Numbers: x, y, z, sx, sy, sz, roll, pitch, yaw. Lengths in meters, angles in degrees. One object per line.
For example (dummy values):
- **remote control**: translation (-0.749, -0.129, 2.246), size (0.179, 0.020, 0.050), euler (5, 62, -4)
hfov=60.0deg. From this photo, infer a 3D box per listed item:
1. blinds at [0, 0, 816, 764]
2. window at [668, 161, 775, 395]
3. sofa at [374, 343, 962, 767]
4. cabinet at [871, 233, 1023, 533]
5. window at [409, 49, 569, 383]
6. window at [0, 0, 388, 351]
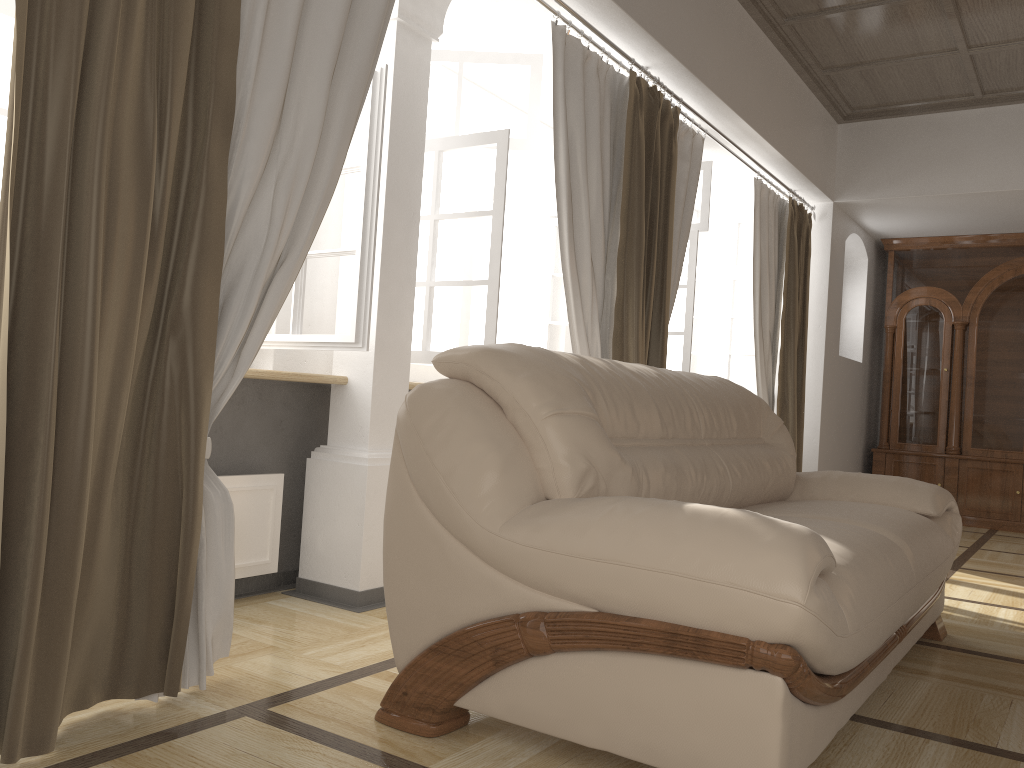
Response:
- **blinds**: translation (0.498, -0.297, 3.898), size (0.285, 2.294, 5.765), euler (3, -1, 33)
- **window**: translation (1.181, -0.612, 5.955), size (0.782, 1.500, 1.653), euler (3, -1, 33)
- **sofa**: translation (0.659, 0.395, 2.674), size (1.051, 0.900, 2.135), euler (3, -1, 33)
- **cabinet**: translation (4.136, 0.001, 6.962), size (2.360, 2.298, 0.587), euler (3, -1, 33)
- **window**: translation (0.082, -0.714, 4.300), size (0.784, 1.500, 1.759), euler (3, -1, 32)
- **window**: translation (-1.103, -0.825, 2.469), size (0.781, 1.500, 1.600), euler (3, -1, 33)
